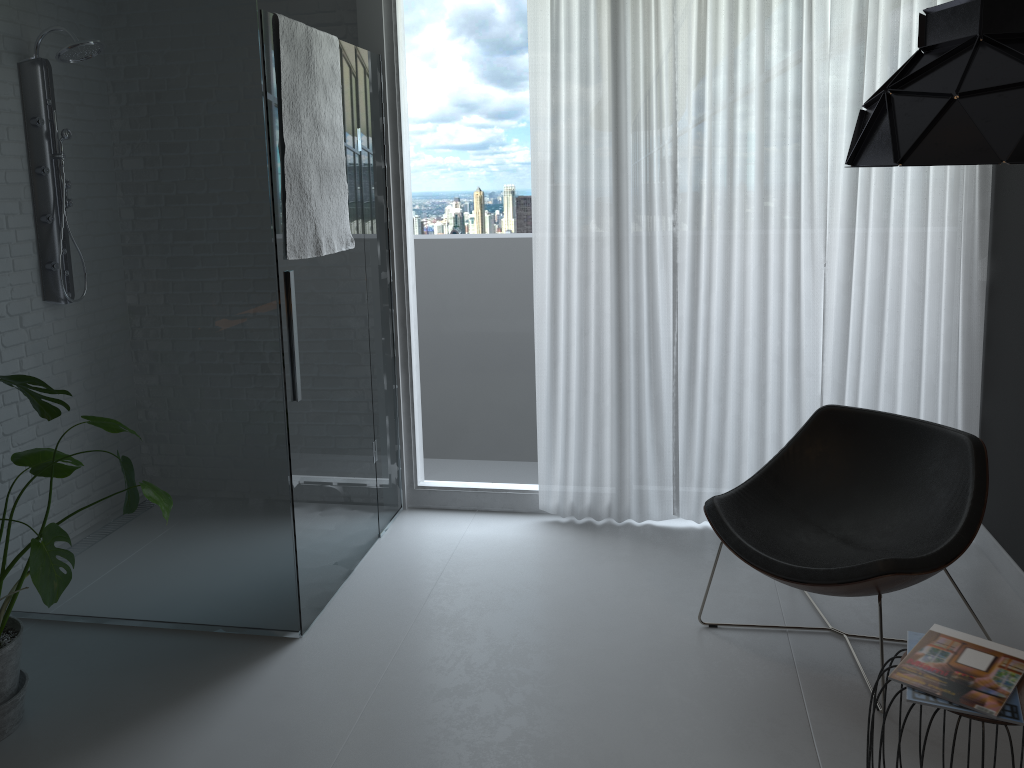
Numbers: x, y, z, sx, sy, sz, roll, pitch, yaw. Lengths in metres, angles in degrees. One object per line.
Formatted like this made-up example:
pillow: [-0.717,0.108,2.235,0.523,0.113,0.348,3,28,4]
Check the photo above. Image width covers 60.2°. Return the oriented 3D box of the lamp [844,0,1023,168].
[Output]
lamp: [0.984,-0.888,1.727,0.584,0.891,0.615,4,12,28]

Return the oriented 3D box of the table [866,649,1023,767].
table: [1.047,0.866,1.999,0.451,0.430,0.457,-4,12,-12]

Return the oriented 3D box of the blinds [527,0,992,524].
blinds: [0.996,-0.692,3.676,1.853,2.663,0.138,0,9,10]

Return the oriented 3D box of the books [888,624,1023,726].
books: [-2.832,1.100,1.283,8.242,0.367,0.411,-4,12,-10]

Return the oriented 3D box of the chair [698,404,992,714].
chair: [1.110,0.507,2.948,0.819,0.682,0.796,-10,14,-36]

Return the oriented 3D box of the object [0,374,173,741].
object: [-1.506,0.493,2.549,0.853,1.035,1.002,4,12,28]
